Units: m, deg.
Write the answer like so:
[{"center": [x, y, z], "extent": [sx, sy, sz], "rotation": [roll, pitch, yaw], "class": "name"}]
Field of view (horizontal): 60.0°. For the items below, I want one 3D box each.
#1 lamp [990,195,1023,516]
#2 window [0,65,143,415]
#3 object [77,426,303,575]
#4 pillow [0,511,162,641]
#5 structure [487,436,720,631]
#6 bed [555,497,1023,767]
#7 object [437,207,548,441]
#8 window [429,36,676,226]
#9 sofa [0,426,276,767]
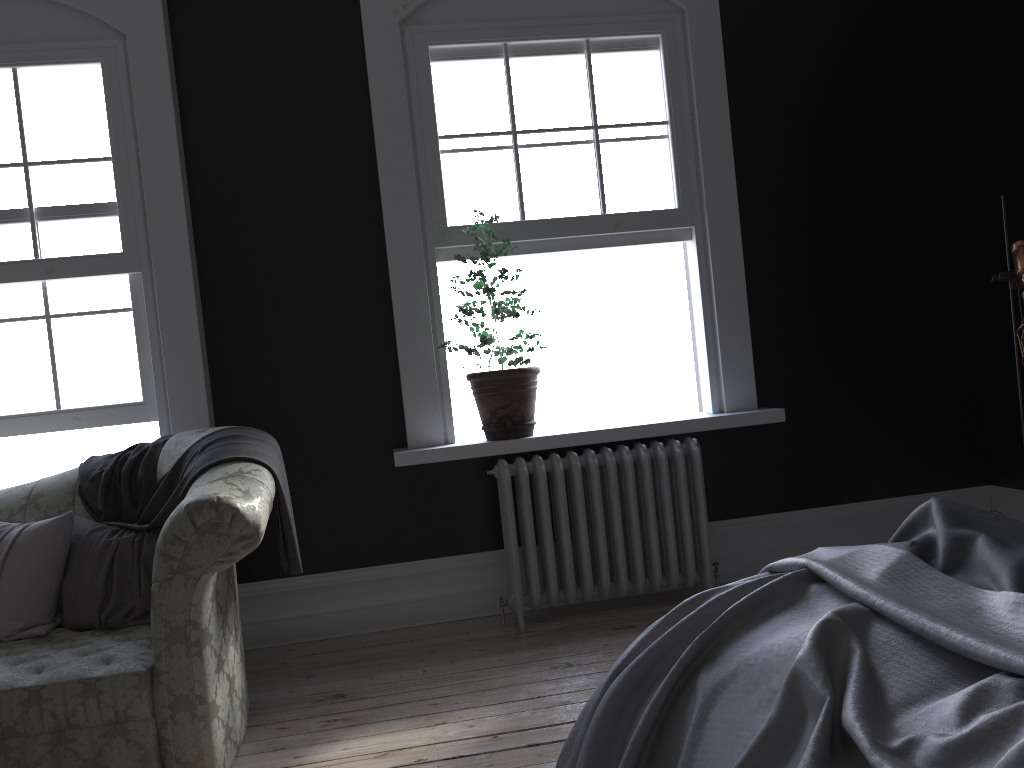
[{"center": [2.362, 0.045, 4.116], "extent": [0.437, 1.780, 1.716], "rotation": [-5, 1, 30], "class": "lamp"}, {"center": [-2.474, -0.657, 4.197], "extent": [1.262, 1.672, 0.056], "rotation": [-6, 2, -8], "class": "window"}, {"center": [-1.336, 0.486, 3.601], "extent": [1.368, 0.585, 0.516], "rotation": [-5, 1, 41], "class": "object"}, {"center": [-1.733, 0.708, 3.395], "extent": [0.964, 0.462, 0.405], "rotation": [-6, 1, -1], "class": "pillow"}, {"center": [0.469, 0.736, 4.428], "extent": [1.141, 0.849, 0.276], "rotation": [-6, 2, -8], "class": "structure"}, {"center": [1.543, 0.395, 1.698], "extent": [3.281, 1.299, 2.766], "rotation": [-6, 1, -20], "class": "bed"}, {"center": [-0.082, -0.291, 4.399], "extent": [0.474, 1.134, 0.505], "rotation": [-5, 2, 32], "class": "object"}, {"center": [0.222, -1.271, 4.580], "extent": [1.262, 1.017, 0.056], "rotation": [-6, 2, -8], "class": "window"}, {"center": [-2.238, 0.871, 3.373], "extent": [2.812, 1.161, 1.606], "rotation": [-6, 1, -7], "class": "sofa"}]
